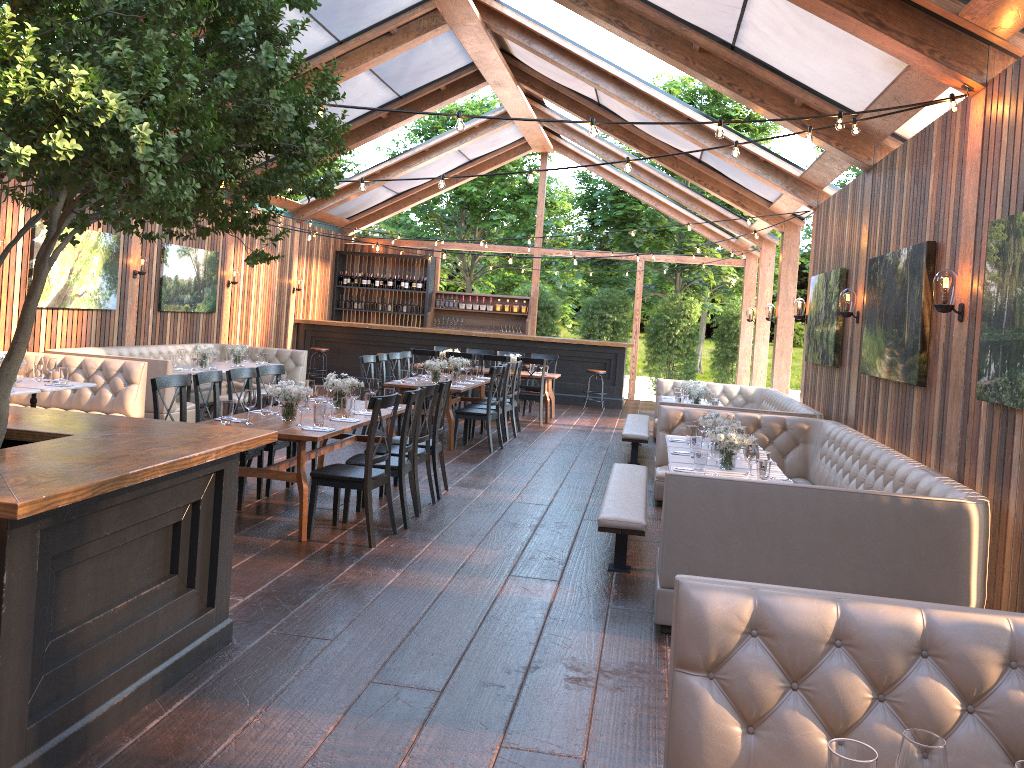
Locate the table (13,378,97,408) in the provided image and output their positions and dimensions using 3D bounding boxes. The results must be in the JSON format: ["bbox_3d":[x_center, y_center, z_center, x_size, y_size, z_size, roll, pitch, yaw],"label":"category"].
[{"bbox_3d":[-4.592,0.326,8.473,0.799,0.671,0.800,4,3,8],"label":"table"}]

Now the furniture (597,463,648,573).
[{"bbox_3d":[0.869,0.977,6.780,0.313,0.398,2.332,4,4,9],"label":"furniture"}]

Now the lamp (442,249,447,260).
[{"bbox_3d":[-0.773,-1.479,10.113,0.056,0.120,0.056,4,1,14],"label":"lamp"}]

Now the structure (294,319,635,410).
[{"bbox_3d":[-1.010,-0.429,17.737,6.806,1.274,0.857,5,2,9],"label":"structure"}]

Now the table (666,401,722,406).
[{"bbox_3d":[2.265,0.607,11.135,0.799,0.671,0.800,4,3,9],"label":"table"}]

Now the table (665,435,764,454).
[{"bbox_3d":[1.685,0.845,7.477,0.799,0.671,0.800,4,3,8],"label":"table"}]

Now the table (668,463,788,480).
[{"bbox_3d":[1.430,0.949,5.865,0.799,0.671,0.800,4,3,8],"label":"table"}]

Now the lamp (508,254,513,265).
[{"bbox_3d":[-0.016,-1.440,10.218,0.056,0.121,0.056,4,1,8],"label":"lamp"}]

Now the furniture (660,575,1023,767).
[{"bbox_3d":[0.999,1.223,0.631,1.710,0.858,4.165,5,4,9],"label":"furniture"}]

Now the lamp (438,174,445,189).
[{"bbox_3d":[-0.551,-1.593,6.967,0.056,0.121,0.056,3,2,-40],"label":"lamp"}]

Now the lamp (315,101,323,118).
[{"bbox_3d":[-1.040,-1.486,4.801,0.056,0.121,0.056,4,1,-11],"label":"lamp"}]

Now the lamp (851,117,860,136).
[{"bbox_3d":[2.217,-1.660,5.702,0.056,0.120,0.056,3,1,-25],"label":"lamp"}]

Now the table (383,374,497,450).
[{"bbox_3d":[-0.898,0.314,11.671,0.951,0.728,2.435,4,4,9],"label":"table"}]

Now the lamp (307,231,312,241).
[{"bbox_3d":[-2.268,-1.659,9.910,0.056,0.121,0.056,4,1,-4],"label":"lamp"}]

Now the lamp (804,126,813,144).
[{"bbox_3d":[1.953,-1.638,5.819,0.056,0.121,0.056,4,1,12],"label":"lamp"}]

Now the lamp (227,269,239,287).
[{"bbox_3d":[-4.711,-1.794,14.983,0.178,0.320,0.146,4,1,9],"label":"lamp"}]

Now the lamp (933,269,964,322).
[{"bbox_3d":[2.685,-0.547,5.452,0.178,0.320,0.146,4,1,9],"label":"lamp"}]

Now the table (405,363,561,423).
[{"bbox_3d":[-0.479,0.131,14.471,2.432,0.729,0.952,5,3,9],"label":"table"}]

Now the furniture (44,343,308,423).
[{"bbox_3d":[-4.437,-0.041,12.204,1.710,0.858,4.165,5,4,9],"label":"furniture"}]

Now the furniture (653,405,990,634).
[{"bbox_3d":[1.947,0.835,6.607,1.710,0.858,4.165,5,4,9],"label":"furniture"}]

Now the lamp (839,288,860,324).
[{"bbox_3d":[3.118,-0.725,8.187,0.178,0.320,0.146,4,1,9],"label":"lamp"}]

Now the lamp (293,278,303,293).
[{"bbox_3d":[-4.279,-1.971,17.709,0.178,0.320,0.146,4,1,9],"label":"lamp"}]

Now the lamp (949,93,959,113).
[{"bbox_3d":[2.707,-1.718,5.414,0.056,0.119,0.061,5,2,44],"label":"lamp"}]

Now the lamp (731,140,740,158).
[{"bbox_3d":[1.519,-1.595,6.011,0.056,0.121,0.056,5,1,33],"label":"lamp"}]

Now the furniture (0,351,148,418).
[{"bbox_3d":[-5.146,0.248,7.737,1.710,0.858,4.165,5,4,9],"label":"furniture"}]

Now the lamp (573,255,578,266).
[{"bbox_3d":[0.743,-1.442,10.335,0.056,0.120,0.056,3,1,-31],"label":"lamp"}]

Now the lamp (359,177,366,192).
[{"bbox_3d":[-1.229,-1.645,7.301,0.056,0.121,0.056,4,1,-16],"label":"lamp"}]

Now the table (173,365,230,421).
[{"bbox_3d":[-4.140,0.141,11.325,0.799,0.671,0.800,4,3,8],"label":"table"}]

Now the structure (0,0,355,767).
[{"bbox_3d":[-2.090,-0.638,3.540,2.718,3.693,2.852,5,2,18],"label":"structure"}]

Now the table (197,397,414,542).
[{"bbox_3d":[-1.604,0.604,7.215,0.951,0.728,2.435,4,4,9],"label":"table"}]

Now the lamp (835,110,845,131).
[{"bbox_3d":[1.963,-1.577,5.299,0.065,0.118,0.056,3,2,-33],"label":"lamp"}]

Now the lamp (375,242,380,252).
[{"bbox_3d":[-1.518,-1.549,9.993,0.056,0.120,0.056,5,1,28],"label":"lamp"}]

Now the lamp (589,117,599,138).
[{"bbox_3d":[0.468,-1.456,5.029,0.056,0.120,0.056,3,1,-25],"label":"lamp"}]

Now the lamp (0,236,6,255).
[{"bbox_3d":[-5.570,-1.443,9.566,0.178,0.320,0.146,4,1,9],"label":"lamp"}]

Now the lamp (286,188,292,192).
[{"bbox_3d":[-1.916,-1.714,7.633,0.056,0.121,0.056,5,1,24],"label":"lamp"}]

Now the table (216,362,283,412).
[{"bbox_3d":[-3.884,0.036,12.937,0.799,0.671,0.800,4,3,8],"label":"table"}]

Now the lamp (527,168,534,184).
[{"bbox_3d":[0.142,-1.564,6.646,0.056,0.121,0.056,4,1,18],"label":"lamp"}]

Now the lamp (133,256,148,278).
[{"bbox_3d":[-5.142,-1.618,12.266,0.178,0.320,0.146,4,1,9],"label":"lamp"}]

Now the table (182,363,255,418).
[{"bbox_3d":[-4.012,0.088,12.131,0.799,0.671,0.800,4,3,9],"label":"table"}]

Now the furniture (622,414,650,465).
[{"bbox_3d":[1.577,0.687,11.244,0.313,0.398,2.332,4,4,9],"label":"furniture"}]

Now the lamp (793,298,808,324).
[{"bbox_3d":[3.546,-0.900,10.887,0.178,0.320,0.146,4,1,9],"label":"lamp"}]

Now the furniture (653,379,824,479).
[{"bbox_3d":[2.657,0.544,11.084,1.710,0.858,4.165,5,4,9],"label":"furniture"}]

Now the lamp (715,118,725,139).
[{"bbox_3d":[1.216,-1.493,5.172,0.062,0.119,0.056,3,2,-39],"label":"lamp"}]

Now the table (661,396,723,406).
[{"bbox_3d":[2.393,0.555,11.941,0.799,0.671,0.800,4,3,8],"label":"table"}]

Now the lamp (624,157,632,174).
[{"bbox_3d":[0.833,-1.564,6.326,0.056,0.121,0.056,4,1,21],"label":"lamp"}]

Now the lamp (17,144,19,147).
[{"bbox_3d":[-5.218,-2.547,9.364,0.056,0.121,0.056,5,1,30],"label":"lamp"}]

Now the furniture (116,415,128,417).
[{"bbox_3d":[-4.068,0.569,7.563,0.313,0.398,2.332,4,4,9],"label":"furniture"}]

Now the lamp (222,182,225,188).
[{"bbox_3d":[-2.598,-1.806,7.952,0.067,0.117,0.056,3,1,-28],"label":"lamp"}]

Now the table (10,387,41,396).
[{"bbox_3d":[-4.720,0.378,7.667,0.799,0.671,0.800,4,3,9],"label":"table"}]

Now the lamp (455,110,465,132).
[{"bbox_3d":[-0.285,-1.458,4.903,0.056,0.120,0.056,4,1,-4],"label":"lamp"}]

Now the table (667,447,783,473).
[{"bbox_3d":[1.557,0.897,6.671,0.799,0.671,0.800,4,3,9],"label":"table"}]

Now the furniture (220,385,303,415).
[{"bbox_3d":[-3.360,0.279,12.027,0.313,0.398,2.332,4,4,9],"label":"furniture"}]
